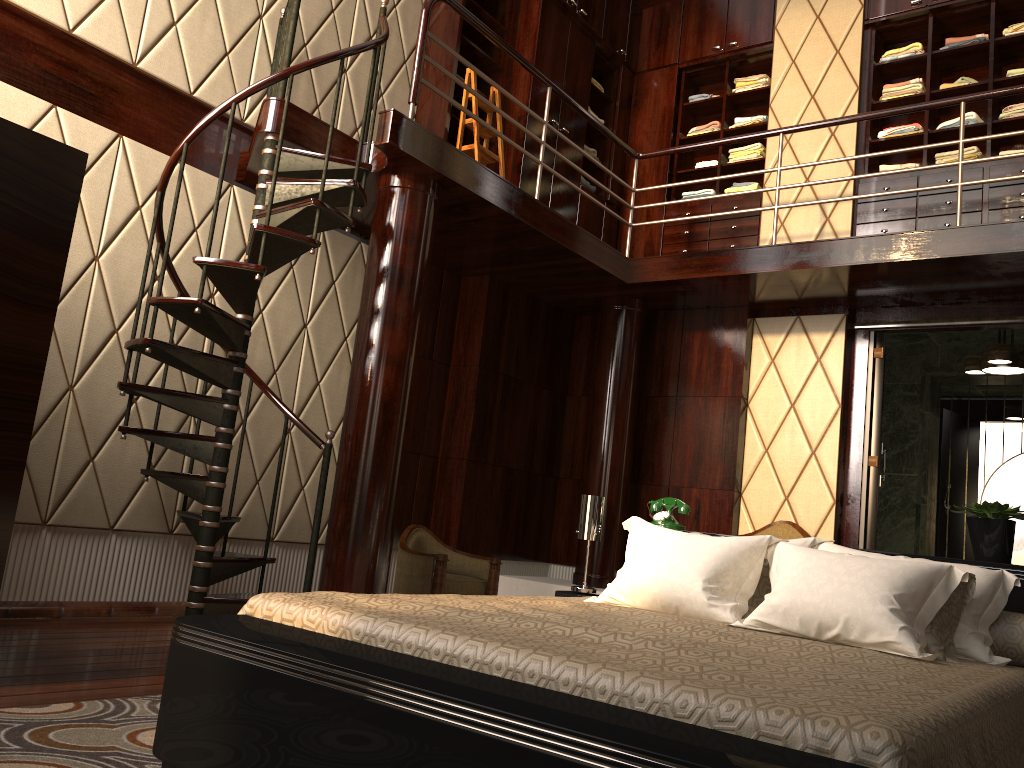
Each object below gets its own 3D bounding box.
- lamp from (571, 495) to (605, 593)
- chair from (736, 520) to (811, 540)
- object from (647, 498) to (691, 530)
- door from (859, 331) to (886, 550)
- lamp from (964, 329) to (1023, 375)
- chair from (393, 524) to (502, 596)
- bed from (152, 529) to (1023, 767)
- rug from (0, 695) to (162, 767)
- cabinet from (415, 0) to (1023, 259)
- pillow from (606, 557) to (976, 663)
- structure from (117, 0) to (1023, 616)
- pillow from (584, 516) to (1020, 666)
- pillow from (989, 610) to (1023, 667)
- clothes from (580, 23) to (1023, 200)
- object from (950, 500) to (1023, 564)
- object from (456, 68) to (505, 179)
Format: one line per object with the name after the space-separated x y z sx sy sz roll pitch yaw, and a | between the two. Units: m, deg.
0.313 0.648 3.605 0.106 0.385 0.109 -2 -13 44 | lamp
1.515 1.064 5.214 0.571 0.550 0.462 0 -11 37 | chair
0.651 0.539 3.695 0.158 0.131 0.178 7 -9 0 | object
2.844 0.620 5.406 1.435 1.820 0.828 0 -11 36 | door
3.187 -0.249 5.815 0.515 0.347 0.467 10 -10 -22 | lamp
-0.389 1.062 4.824 0.462 0.550 0.571 0 -11 37 | chair
0.503 0.712 2.378 1.985 0.660 2.381 0 -11 37 | bed
0.506 1.011 2.153 2.910 0.006 3.735 0 -11 37 | rug
2.562 -1.882 4.929 6.767 2.432 2.576 0 -11 37 | cabinet
0.833 0.646 2.764 1.123 0.271 0.293 0 -12 37 | pillow
1.601 -0.248 3.631 6.107 3.189 3.750 0 -11 37 | structure
0.830 0.626 2.803 1.322 0.320 0.685 -1 -12 38 | pillow
0.998 0.765 3.044 1.396 0.167 0.173 0 -11 37 | pillow
2.641 -1.775 5.761 4.996 0.954 0.818 1 -11 30 | clothes
1.618 0.499 2.981 0.256 0.205 0.241 4 -10 19 | object
-0.152 -1.443 5.421 0.258 0.974 0.275 0 -11 37 | object
